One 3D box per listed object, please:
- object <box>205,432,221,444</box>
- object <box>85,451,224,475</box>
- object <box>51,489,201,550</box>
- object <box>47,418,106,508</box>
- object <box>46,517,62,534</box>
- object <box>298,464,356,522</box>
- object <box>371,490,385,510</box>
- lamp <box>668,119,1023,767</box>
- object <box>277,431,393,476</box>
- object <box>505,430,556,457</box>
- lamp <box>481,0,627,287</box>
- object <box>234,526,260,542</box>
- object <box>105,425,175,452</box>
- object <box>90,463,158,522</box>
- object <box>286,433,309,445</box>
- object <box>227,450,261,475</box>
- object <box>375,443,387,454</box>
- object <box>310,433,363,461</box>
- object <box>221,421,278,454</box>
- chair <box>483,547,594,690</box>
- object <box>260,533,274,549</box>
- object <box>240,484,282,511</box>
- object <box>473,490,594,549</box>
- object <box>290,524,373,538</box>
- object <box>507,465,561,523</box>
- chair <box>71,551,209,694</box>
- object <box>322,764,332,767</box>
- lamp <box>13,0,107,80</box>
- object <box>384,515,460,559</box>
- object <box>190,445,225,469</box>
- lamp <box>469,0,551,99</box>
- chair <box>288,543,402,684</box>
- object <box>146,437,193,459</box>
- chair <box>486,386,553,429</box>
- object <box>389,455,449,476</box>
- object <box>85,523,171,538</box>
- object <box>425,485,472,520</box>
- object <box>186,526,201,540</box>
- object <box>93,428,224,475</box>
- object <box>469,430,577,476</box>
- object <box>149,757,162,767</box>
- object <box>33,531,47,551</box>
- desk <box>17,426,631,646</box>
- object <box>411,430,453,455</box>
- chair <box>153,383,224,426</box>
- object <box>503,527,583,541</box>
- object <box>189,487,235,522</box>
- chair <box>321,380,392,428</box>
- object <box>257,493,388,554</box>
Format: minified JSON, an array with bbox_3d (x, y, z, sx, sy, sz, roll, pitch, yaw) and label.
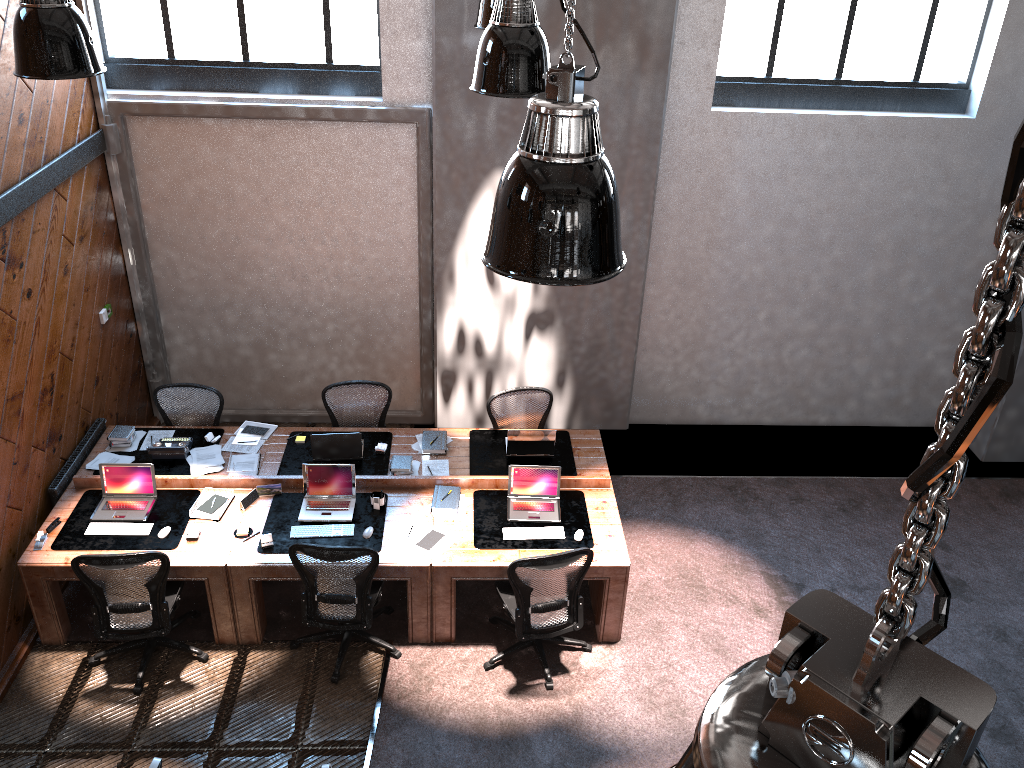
[{"bbox_3d":[-2.430,0.438,7.205,0.106,0.063,0.082,9,30,12],"label":"object"},{"bbox_3d":[-2.770,0.620,6.909,1.058,0.002,0.356,0,29,-5],"label":"object"},{"bbox_3d":[-2.732,0.960,6.329,0.848,0.008,0.687,1,29,-3],"label":"object"},{"bbox_3d":[-3.399,0.784,7.091,0.073,0.628,1.064,1,29,-3],"label":"object"},{"bbox_3d":[-3.208,0.988,6.206,0.022,0.042,0.134,8,30,10],"label":"object"},{"bbox_3d":[-1.335,0.784,6.396,0.380,0.288,0.320,1,29,-3],"label":"object"},{"bbox_3d":[-0.986,0.854,6.526,0.099,0.138,0.078,7,30,8],"label":"object"},{"bbox_3d":[0.261,-0.359,0.276,0.445,2.372,0.445,-21,37,-35],"label":"lamp"},{"bbox_3d":[-1.407,0.568,7.124,0.848,0.008,0.687,1,29,-3],"label":"object"},{"bbox_3d":[0.147,0.411,7.170,0.380,0.288,0.320,1,29,-3],"label":"object"},{"bbox_3d":[0.172,-1.421,2.158,0.445,2.372,0.445,12,31,16],"label":"lamp"},{"bbox_3d":[-1.881,1.039,6.232,0.154,0.026,0.158,24,36,33],"label":"object"},{"bbox_3d":[-3.003,0.418,7.152,0.478,0.098,0.319,0,29,-5],"label":"object"},{"bbox_3d":[-2.796,0.776,6.359,0.390,0.283,0.323,1,29,-3],"label":"object"},{"bbox_3d":[-1.743,0.450,7.279,0.154,0.026,0.158,27,38,37],"label":"object"},{"bbox_3d":[-2.095,0.618,6.933,0.229,0.060,0.316,-3,30,-9],"label":"object"},{"bbox_3d":[-1.058,0.513,7.179,0.082,0.063,0.106,7,30,8],"label":"object"},{"bbox_3d":[-1.392,0.431,7.076,0.390,0.283,0.323,-2,30,-7],"label":"object"},{"bbox_3d":[-2.156,0.432,7.287,0.304,0.017,0.467,7,30,8],"label":"object"},{"bbox_3d":[0.149,1.444,6.113,0.770,1.085,0.792,-16,34,-30],"label":"chair"},{"bbox_3d":[-1.689,1.084,6.114,0.082,0.063,0.106,-8,31,-18],"label":"object"},{"bbox_3d":[-1.875,0.815,6.571,0.347,0.083,0.129,-23,38,-38],"label":"object"},{"bbox_3d":[0.142,0.985,6.499,0.848,0.008,0.687,1,29,-3],"label":"object"},{"bbox_3d":[-1.272,1.037,6.265,0.577,0.040,0.139,0,29,-4],"label":"object"},{"bbox_3d":[0.166,0.806,6.524,0.390,0.283,0.323,2,29,-1],"label":"object"},{"bbox_3d":[-2.537,1.409,5.974,0.770,1.085,0.792,-10,32,-21],"label":"chair"},{"bbox_3d":[-0.820,2.130,3.834,0.610,0.573,0.714,0,29,-4],"label":"object"},{"bbox_3d":[-2.342,-2.683,4.109,0.445,2.372,0.445,-1,29,-5],"label":"lamp"},{"bbox_3d":[-0.642,1.071,6.270,0.467,0.017,0.304,18,33,25],"label":"object"},{"bbox_3d":[-2.409,0.574,7.008,0.246,0.002,0.315,-9,31,-20],"label":"object"},{"bbox_3d":[0.045,-2.597,4.133,0.445,2.372,0.445,-25,39,-39],"label":"lamp"},{"bbox_3d":[-1.186,1.383,6.121,0.770,1.085,0.792,-5,30,-13],"label":"chair"},{"bbox_3d":[-2.704,0.476,7.047,0.322,0.116,0.290,0,29,-5],"label":"object"},{"bbox_3d":[0.141,0.619,7.578,0.770,1.085,0.792,-16,34,-30],"label":"chair"},{"bbox_3d":[-0.730,0.644,6.946,0.478,0.098,0.319,0,29,-5],"label":"object"},{"bbox_3d":[-2.679,1.015,6.200,0.577,0.040,0.139,2,29,0],"label":"object"},{"bbox_3d":[-0.470,0.876,6.585,0.325,0.065,0.363,8,30,10],"label":"object"},{"bbox_3d":[-2.222,1.038,6.171,0.082,0.063,0.106,-1,29,-5],"label":"object"},{"bbox_3d":[-2.797,0.538,7.075,0.848,0.008,0.687,1,29,-3],"label":"object"},{"bbox_3d":[0.077,0.562,7.244,0.848,0.008,0.687,1,29,-3],"label":"object"},{"bbox_3d":[-1.687,2.089,3.849,0.811,0.578,0.663,-18,35,-32],"label":"object"},{"bbox_3d":[-3.227,1.060,6.057,0.054,0.064,0.159,-3,30,-9],"label":"object"},{"bbox_3d":[-1.283,1.077,6.908,4.117,0.840,1.748,1,29,-3],"label":"desk"},{"bbox_3d":[-0.660,0.461,7.310,0.325,0.065,0.363,6,30,6],"label":"object"},{"bbox_3d":[-2.688,0.591,7.417,0.770,1.085,0.792,-5,30,-13],"label":"chair"},{"bbox_3d":[0.221,1.064,6.328,0.577,0.040,0.139,1,29,-3],"label":"object"},{"bbox_3d":[-2.188,0.876,6.468,0.229,0.060,0.316,5,29,4],"label":"object"},{"bbox_3d":[-1.276,0.565,7.568,0.770,1.085,0.792,-10,32,-21],"label":"chair"},{"bbox_3d":[-1.342,0.990,6.378,0.848,0.008,0.687,1,29,-3],"label":"object"}]
